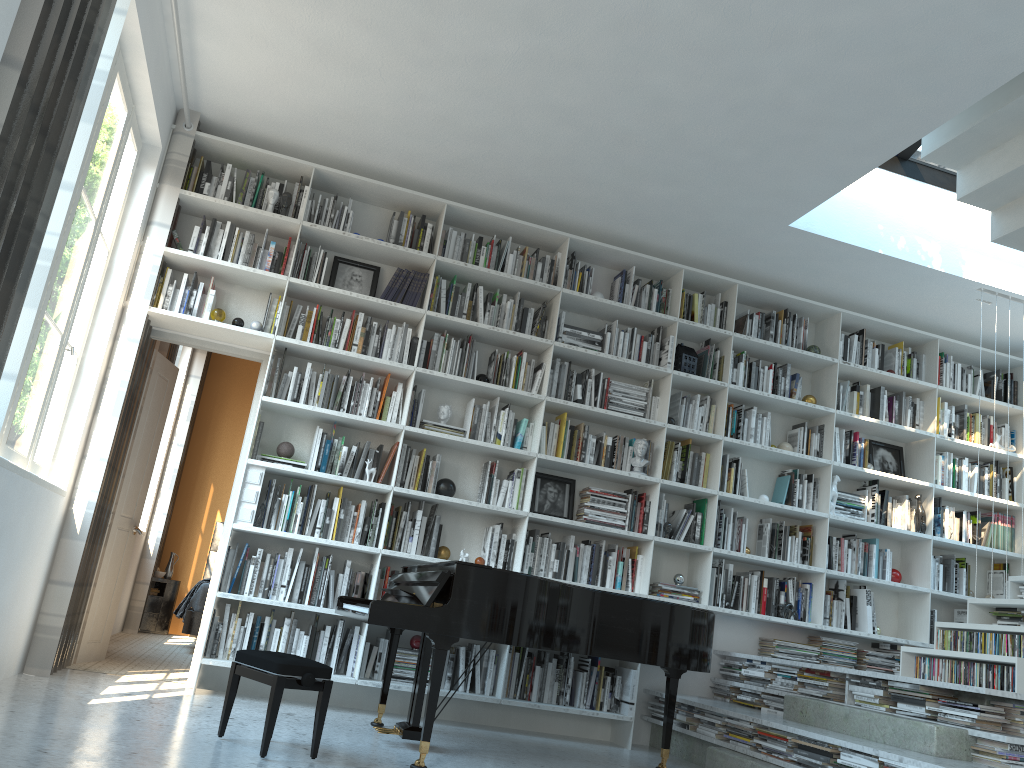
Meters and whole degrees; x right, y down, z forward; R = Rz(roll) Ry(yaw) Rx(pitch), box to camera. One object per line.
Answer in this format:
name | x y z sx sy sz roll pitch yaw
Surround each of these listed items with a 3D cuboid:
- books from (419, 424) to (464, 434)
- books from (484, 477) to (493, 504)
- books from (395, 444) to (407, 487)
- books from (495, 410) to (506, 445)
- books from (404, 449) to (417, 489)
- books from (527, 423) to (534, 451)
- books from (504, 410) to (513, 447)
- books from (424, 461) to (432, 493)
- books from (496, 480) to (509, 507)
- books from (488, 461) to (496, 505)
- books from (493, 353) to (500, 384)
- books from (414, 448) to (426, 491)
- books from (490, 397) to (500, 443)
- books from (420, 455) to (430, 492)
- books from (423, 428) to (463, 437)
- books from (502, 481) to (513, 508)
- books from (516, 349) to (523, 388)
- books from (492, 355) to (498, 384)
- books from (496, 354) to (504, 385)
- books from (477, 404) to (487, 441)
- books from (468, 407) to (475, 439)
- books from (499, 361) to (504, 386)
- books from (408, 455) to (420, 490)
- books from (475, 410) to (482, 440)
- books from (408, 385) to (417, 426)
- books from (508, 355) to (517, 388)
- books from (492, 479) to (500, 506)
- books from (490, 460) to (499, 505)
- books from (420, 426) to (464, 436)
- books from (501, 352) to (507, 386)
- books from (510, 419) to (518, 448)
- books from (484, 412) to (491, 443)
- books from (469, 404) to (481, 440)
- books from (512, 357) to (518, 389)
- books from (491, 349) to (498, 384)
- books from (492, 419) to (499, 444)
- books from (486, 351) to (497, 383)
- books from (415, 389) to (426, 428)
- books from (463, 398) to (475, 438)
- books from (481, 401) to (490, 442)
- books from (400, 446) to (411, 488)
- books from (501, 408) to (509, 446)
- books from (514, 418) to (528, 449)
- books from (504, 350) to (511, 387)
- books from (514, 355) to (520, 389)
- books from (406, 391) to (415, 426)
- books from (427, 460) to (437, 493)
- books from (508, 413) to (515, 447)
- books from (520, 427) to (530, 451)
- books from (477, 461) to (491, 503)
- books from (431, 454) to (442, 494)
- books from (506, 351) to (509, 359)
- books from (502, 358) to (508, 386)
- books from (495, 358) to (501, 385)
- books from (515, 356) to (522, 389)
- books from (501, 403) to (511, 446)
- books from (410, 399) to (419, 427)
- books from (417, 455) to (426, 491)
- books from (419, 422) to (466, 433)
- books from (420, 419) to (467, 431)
books | -0.445 0.294 5.545 0.254 0.012 0.161 14 -16 -17
books | -0.167 0.681 5.541 0.025 0.185 0.154 13 -15 -14
books | -0.690 0.515 5.421 0.025 0.283 0.145 13 -15 -14
books | -0.094 0.304 5.641 0.028 0.246 0.170 13 -15 -14
books | -0.638 0.536 5.430 0.036 0.262 0.167 13 -15 -14
books | 0.096 0.367 5.703 0.026 0.216 0.126 13 -15 -14
books | -0.047 0.308 5.653 0.023 0.259 0.170 13 -15 -14
books | -0.531 0.588 5.451 0.011 0.207 0.180 13 -15 -14
books | -0.078 0.700 5.564 0.057 0.188 0.156 13 -15 -14
books | -0.145 0.637 5.570 0.011 0.291 0.156 13 -15 -14
books | -0.118 -0.064 5.707 0.005 0.239 0.174 13 -15 -14
books | -0.579 0.540 5.429 0.026 0.273 0.190 13 -15 -14
books | -0.131 0.256 5.644 0.010 0.328 0.174 13 -15 -14
books | -0.552 0.569 5.470 0.028 0.247 0.143 13 -15 -14
books | -0.448 0.317 5.537 0.254 0.012 0.161 14 -16 -18
books | -0.041 0.710 5.578 0.024 0.187 0.173 13 -15 -14
books | 0.025 -0.061 5.758 0.006 0.303 0.166 13 -15 -14
books | -0.129 -0.060 5.728 0.005 0.238 0.146 13 -15 -14
books | -0.098 -0.060 5.702 0.005 0.235 0.179 13 -15 -14
books | -0.209 0.270 5.621 0.022 0.266 0.151 13 -15 -14
books | -0.279 0.273 5.605 0.010 0.231 0.155 13 -15 -14
books | -0.091 -0.035 5.723 0.011 0.199 0.163 13 -15 -14
books | -0.613 0.561 5.436 0.025 0.227 0.153 13 -15 -14
books | -0.238 0.288 5.625 0.024 0.226 0.138 13 -15 -14
books | -0.635 0.163 5.535 0.011 0.297 0.136 13 -15 -14
books | -0.019 -0.047 5.721 0.013 0.243 0.189 13 -15 -14
books | -0.124 0.697 5.567 0.030 0.182 0.154 13 -15 -14
books | -0.133 0.636 5.570 0.012 0.297 0.166 13 -15 -14
books | -0.446 0.305 5.538 0.254 0.012 0.161 14 -16 -19
books | -0.079 -0.062 5.742 0.009 0.266 0.150 13 -15 -14
books | -0.012 0.342 5.679 0.026 0.218 0.150 13 -15 -14
books | -0.168 0.302 5.632 0.048 0.224 0.150 13 -15 -14
books | -0.254 0.266 5.594 0.030 0.246 0.174 13 -15 -14
books | -0.001 -0.041 5.750 0.017 0.252 0.140 13 -15 -14
books | -0.135 -0.078 5.734 0.012 0.275 0.129 13 -15 -14
books | -0.129 0.330 5.644 0.025 0.189 0.140 13 -15 -14
books | -0.143 -0.071 5.722 0.005 0.253 0.161 13 -15 -14
books | -0.585 0.180 5.529 0.021 0.277 0.137 13 -15 -14
books | -0.282 0.242 5.596 0.012 0.284 0.160 13 -15 -14
books | -0.188 0.262 5.617 0.012 0.285 0.167 13 -15 -14
books | -0.668 0.526 5.431 0.026 0.274 0.155 13 -15 -14
books | -0.071 0.297 5.638 0.012 0.264 0.193 13 -15 -14
books | 0.036 0.342 5.668 0.060 0.227 0.179 13 -15 -14
books | -0.047 -0.065 5.752 0.033 0.286 0.155 13 -15 -14
books | 0.010 -0.044 5.754 0.004 0.264 0.142 13 -15 -14
books | -0.650 0.175 5.509 0.024 0.256 0.134 13 -15 -14
books | -0.511 0.587 5.453 0.028 0.215 0.175 13 -15 -14
books | -0.032 0.319 5.677 0.022 0.255 0.152 13 -15 -14
books | 0.069 0.378 5.690 0.027 0.180 0.142 13 -15 -14
books | -0.179 0.631 5.553 0.012 0.284 0.160 13 -15 -14
books | -0.485 0.573 5.480 0.028 0.265 0.145 13 -15 -14
books | -0.062 -0.066 5.736 0.005 0.274 0.157 13 -15 -14
books | -0.066 -0.044 5.707 0.006 0.215 0.181 13 -15 -14
books | -0.116 -0.047 5.722 0.013 0.215 0.150 13 -15 -14
books | 0.016 -0.039 5.748 0.006 0.252 0.180 13 -15 -14
books | -0.060 0.285 5.653 0.011 0.300 0.179 13 -15 -14
books | -0.618 0.208 5.519 0.034 0.209 0.136 13 -15 -14
books | -0.568 0.563 5.449 0.014 0.243 0.153 13 -15 -14
books | -0.444 0.283 5.550 0.285 0.012 0.160 12 -15 -12
books | -0.441 0.271 5.549 0.285 0.012 0.160 14 -16 -18
